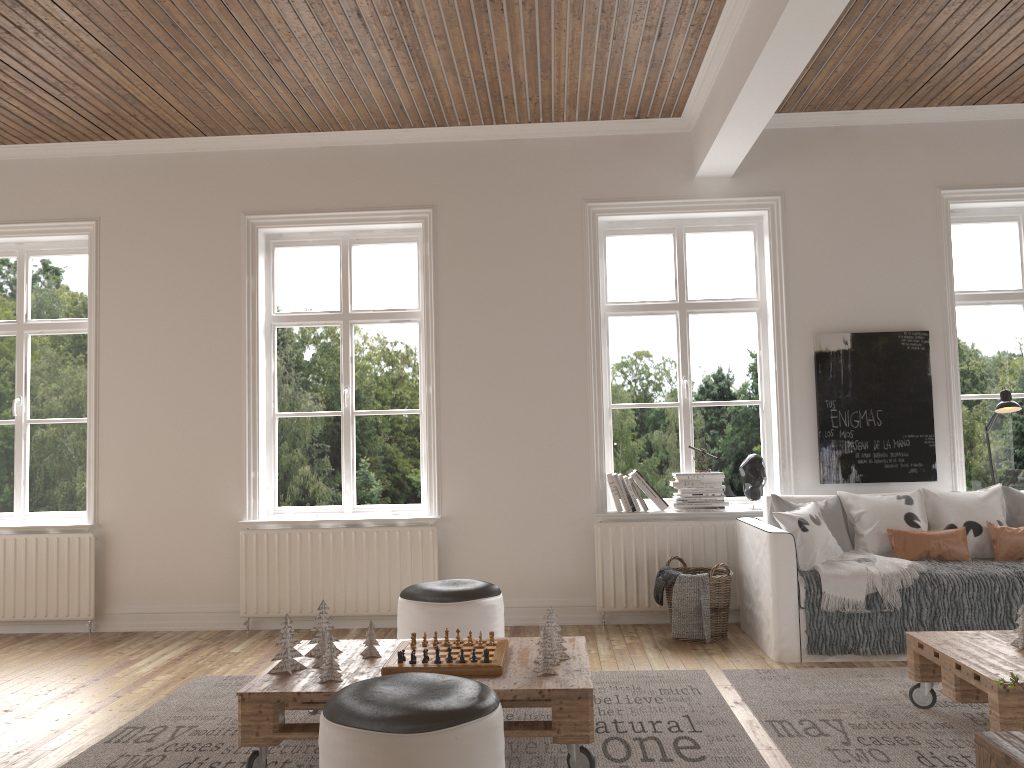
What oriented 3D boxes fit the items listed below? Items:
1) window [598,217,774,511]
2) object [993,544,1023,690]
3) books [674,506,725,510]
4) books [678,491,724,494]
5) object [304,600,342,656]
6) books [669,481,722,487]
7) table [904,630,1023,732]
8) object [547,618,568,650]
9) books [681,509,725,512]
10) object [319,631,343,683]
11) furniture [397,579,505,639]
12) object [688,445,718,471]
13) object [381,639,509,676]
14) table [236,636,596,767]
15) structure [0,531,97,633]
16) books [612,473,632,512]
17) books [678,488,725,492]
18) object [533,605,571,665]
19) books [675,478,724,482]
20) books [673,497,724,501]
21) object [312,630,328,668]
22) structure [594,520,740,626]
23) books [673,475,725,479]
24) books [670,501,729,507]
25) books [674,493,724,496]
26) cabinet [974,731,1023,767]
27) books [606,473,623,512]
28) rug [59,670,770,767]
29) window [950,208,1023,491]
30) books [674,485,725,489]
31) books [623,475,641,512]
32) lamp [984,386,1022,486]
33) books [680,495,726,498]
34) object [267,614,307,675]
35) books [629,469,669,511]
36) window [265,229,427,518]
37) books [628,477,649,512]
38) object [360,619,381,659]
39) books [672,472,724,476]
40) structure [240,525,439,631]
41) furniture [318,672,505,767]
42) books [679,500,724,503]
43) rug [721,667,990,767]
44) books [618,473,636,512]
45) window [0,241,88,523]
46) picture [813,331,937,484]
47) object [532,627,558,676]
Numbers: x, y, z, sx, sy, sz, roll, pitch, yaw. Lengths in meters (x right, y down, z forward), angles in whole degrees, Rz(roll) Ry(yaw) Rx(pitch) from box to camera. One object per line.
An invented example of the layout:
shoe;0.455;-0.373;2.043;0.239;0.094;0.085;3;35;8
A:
window;1.095;-0.124;5.623;1.055;1.872;0.120;-2;-4;3
object;1.127;0.649;1.684;0.275;1.117;0.515;1;-4;-31
books;1.149;0.756;5.445;0.285;0.012;0.159;-2;-4;3
books;1.158;0.666;5.454;0.254;0.012;0.161;-2;-4;3
object;-0.741;0.953;3.484;0.108;0.213;0.109;-3;-4;27
books;1.132;0.614;5.480;0.296;0.028;0.180;-2;-4;3
table;2.180;1.120;3.203;1.189;0.300;0.821;-2;-4;3
object;0.165;0.968;3.461;0.075;0.137;0.079;2;-5;-39
books;1.165;0.769;5.448;0.254;0.012;0.161;-2;-4;3
object;-0.635;0.949;3.103;0.085;0.166;0.085;-1;-4;-12
furniture;-0.295;1.189;4.312;0.518;0.430;0.518;-3;-4;24
object;1.175;0.454;5.444;0.092;0.161;0.177;1;-4;-29
object;-0.237;1.022;3.322;0.429;0.036;0.429;-2;-4;3
table;-0.305;1.188;3.305;1.189;0.300;0.821;-2;-4;3
structure;-3.181;1.347;5.518;1.223;0.829;0.085;-2;-4;2
books;0.675;0.669;5.481;0.112;0.235;0.172;-2;-4;3
books;1.164;0.651;5.463;0.263;0.017;0.167;-2;-4;3
object;0.148;0.924;3.296;0.111;0.204;0.118;-3;-4;26
books;1.151;0.589;5.465;0.273;0.021;0.174;-2;-4;3
books;1.147;0.707;5.474;0.288;0.016;0.182;-2;-4;3
object;-0.702;0.981;3.303;0.072;0.132;0.076;-2;-4;3
structure;1.118;1.229;5.322;1.223;0.829;0.095;-2;-4;3
books;1.149;0.570;5.466;0.288;0.016;0.182;-2;-4;3
books;1.151;0.737;5.457;0.331;0.025;0.176;-2;-4;3
books;1.147;0.678;5.460;0.285;0.012;0.159;-2;-4;3
cabinet;0.728;0.742;0.324;0.408;0.750;1.432;-2;-4;3
books;0.632;0.669;5.494;0.093;0.239;0.172;-2;-4;3
rug;-0.363;1.331;3.180;2.474;0.003;2.254;-2;-4;3
window;3.259;-0.183;5.525;1.055;1.872;0.120;-2;-4;3
books;1.156;0.635;5.479;0.288;0.016;0.182;-2;-4;3
books;0.737;0.676;5.484;0.101;0.218;0.161;-2;-4;3
lamp;2.910;0.369;5.274;0.196;0.703;0.439;-2;-4;3
books;1.169;0.689;5.450;0.256;0.013;0.161;-2;-4;3
object;-0.820;0.941;3.237;0.106;0.208;0.107;-3;-4;18
books;0.843;0.655;5.479;0.226;0.255;0.176;-2;-4;3
window;-1.070;-0.064;5.722;1.055;1.872;0.120;-2;-4;3
books;0.775;0.678;5.477;0.118;0.213;0.161;-2;-4;3
object;-0.549;0.981;3.436;0.077;0.141;0.082;0;-4;-16
books;1.142;0.554;5.456;0.288;0.016;0.182;-2;-4;3
structure;-1.052;1.289;5.421;1.223;0.829;0.095;-2;-4;3
furniture;-0.277;1.068;2.483;0.518;0.430;0.518;-2;-4;6
books;1.164;0.719;5.457;0.254;0.013;0.161;-2;-4;3
rug;2.183;1.261;3.064;2.474;0.003;2.254;-2;-4;3
books;0.707;0.670;5.482;0.104;0.232;0.152;-2;-4;3
window;-3.236;-0.005;5.821;1.055;1.872;0.120;-2;-4;3
picture;2.193;0.141;5.367;0.680;0.908;0.041;-2;-4;3
object;0.115;0.935;3.120;0.082;0.160;0.082;-1;-4;-8
